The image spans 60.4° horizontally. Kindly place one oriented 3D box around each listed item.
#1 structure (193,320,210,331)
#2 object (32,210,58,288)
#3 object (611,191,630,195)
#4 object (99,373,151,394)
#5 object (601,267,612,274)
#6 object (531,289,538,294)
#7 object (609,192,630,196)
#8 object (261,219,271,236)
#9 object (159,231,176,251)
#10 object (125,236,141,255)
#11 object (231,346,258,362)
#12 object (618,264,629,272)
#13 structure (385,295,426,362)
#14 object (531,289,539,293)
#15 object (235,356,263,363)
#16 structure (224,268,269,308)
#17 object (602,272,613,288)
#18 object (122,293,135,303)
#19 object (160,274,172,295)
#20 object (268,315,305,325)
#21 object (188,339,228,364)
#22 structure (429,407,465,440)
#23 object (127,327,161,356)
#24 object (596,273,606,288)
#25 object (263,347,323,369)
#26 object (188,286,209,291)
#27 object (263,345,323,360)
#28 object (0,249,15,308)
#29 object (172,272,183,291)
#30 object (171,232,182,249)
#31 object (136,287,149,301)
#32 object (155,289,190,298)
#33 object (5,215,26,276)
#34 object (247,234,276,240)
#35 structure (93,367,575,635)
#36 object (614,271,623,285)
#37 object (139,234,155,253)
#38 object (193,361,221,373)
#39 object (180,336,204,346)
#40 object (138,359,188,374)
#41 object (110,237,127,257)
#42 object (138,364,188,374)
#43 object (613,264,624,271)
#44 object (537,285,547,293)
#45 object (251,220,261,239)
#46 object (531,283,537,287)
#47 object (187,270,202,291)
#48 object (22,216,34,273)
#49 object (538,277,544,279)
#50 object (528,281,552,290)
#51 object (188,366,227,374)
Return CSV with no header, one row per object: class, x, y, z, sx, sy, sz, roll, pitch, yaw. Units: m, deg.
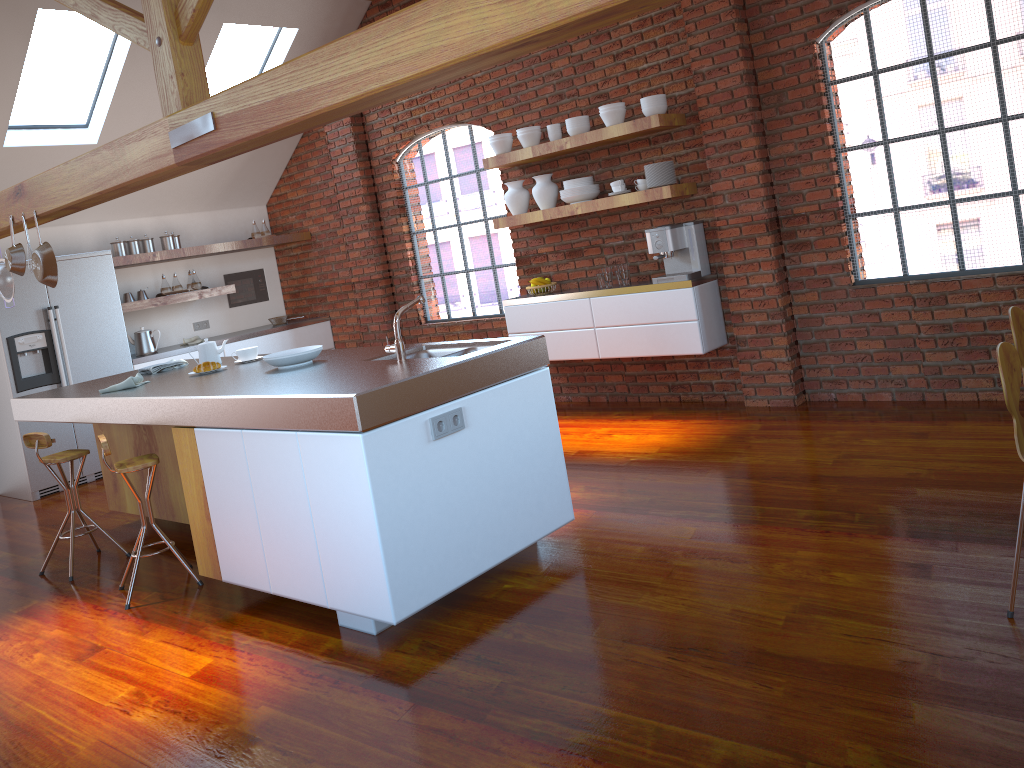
structure,-2.960,-0.555,8.368,0.032,0.079,0.163,-7,8,42
object,-2.641,-0.750,4.923,0.070,0.441,0.263,-12,5,-43
object,0.726,-1.279,5.922,0.153,0.012,0.156,-9,9,3
object,-1.980,-0.009,4.479,0.195,0.061,0.207,-9,9,4
object,0.657,-0.751,6.063,0.078,0.103,0.078,-11,5,-18
object,0.166,-0.689,6.543,0.046,0.045,0.056,-11,7,-15
object,0.727,-1.275,5.922,0.153,0.012,0.156,-9,9,3
object,-2.401,-1.508,8.539,0.094,0.191,0.093,-10,4,-4
object,-3.020,-1.254,7.714,0.127,0.176,0.129,-6,6,37
object,-3.255,-1.186,7.554,0.127,0.176,0.129,-6,6,37
object,-1.438,-0.158,4.782,0.124,0.069,0.118,-6,9,27
object,0.767,-0.758,5.994,0.078,0.103,0.077,-13,6,-36
structure,-0.440,-0.233,3.676,0.098,0.247,0.203,-7,6,42
object,0.179,-0.716,6.599,0.073,0.075,0.074,-8,6,17
object,-1.429,-0.129,4.781,0.155,0.012,0.154,-13,10,-19
structure,-2.642,-0.957,8.770,0.013,0.332,0.464,-8,7,42
object,0.664,-0.713,6.064,0.078,0.103,0.078,-11,5,-18
object,-3.255,-0.733,7.462,0.107,0.081,0.106,-12,7,-19
object,-3.049,-0.875,7.730,0.094,0.190,0.093,-12,5,-35
object,-2.208,-0.624,8.566,0.346,0.074,0.197,-6,9,22
object,-1.687,-0.178,4.905,0.200,0.154,0.117,-16,8,-42
structure,-0.243,0.144,3.224,0.032,0.079,0.163,-7,8,42
object,-3.148,-0.369,7.515,0.304,0.237,0.181,-12,5,-17
object,0.636,-0.728,6.190,0.077,0.103,0.079,-9,5,12
object,-1.035,-0.118,4.183,0.280,0.055,0.286,-7,9,14
object,-2.873,-0.860,7.970,0.198,0.032,0.223,-17,12,-38
object,-1.037,-0.128,4.183,0.280,0.055,0.286,-7,9,14
object,-3.104,-0.709,5.282,0.271,0.526,0.086,-6,4,42
object,-2.981,-0.899,7.813,0.094,0.191,0.093,-10,4,-4
object,-3.041,-1.283,7.908,0.127,0.176,0.129,-6,6,37
object,-3.179,-0.770,7.550,0.106,0.099,0.107,-10,6,-6
object,-3.002,-0.805,7.774,0.194,0.032,0.227,-2,12,40
object,-2.923,-0.803,5.142,0.086,0.357,0.193,-12,5,-43
object,-2.421,-1.414,8.500,0.194,0.032,0.227,-2,12,40
structure,-1.262,0.447,4.361,3.103,0.760,1.040,-2,11,42
object,0.759,-0.741,6.136,0.078,0.103,0.078,-11,5,-18
object,-3.183,-1.219,7.674,0.127,0.176,0.129,-6,6,37
object,-1.581,-0.091,4.559,0.139,0.051,0.062,-15,8,-29
object,-2.870,-0.389,7.864,0.206,0.061,0.196,-14,10,-25
object,-2.045,-0.103,5.160,0.164,0.049,0.236,-2,12,42
object,-3.325,-1.155,7.439,0.127,0.176,0.129,-6,6,37
object,-2.059,-0.091,5.193,0.231,0.026,0.167,-9,9,7
object,0.753,-0.779,6.134,0.078,0.103,0.078,-11,5,-18
object,0.222,-0.713,6.539,0.078,0.065,0.076,-11,7,-14
object,-2.469,-1.484,8.455,0.094,0.190,0.093,-12,5,-35
object,0.164,-0.738,6.551,0.044,0.052,0.052,-7,7,31
object,-2.888,-0.941,7.967,0.095,0.191,0.201,-13,7,-38
object,-2.766,-0.797,5.037,0.046,0.330,0.044,-11,3,-23
object,0.212,-0.770,6.584,0.070,0.061,0.068,-14,7,-31
object,0.213,-0.728,6.500,0.177,0.094,0.064,-11,5,-11
object,-1.572,-0.067,4.550,0.196,0.014,0.194,-14,10,-26
